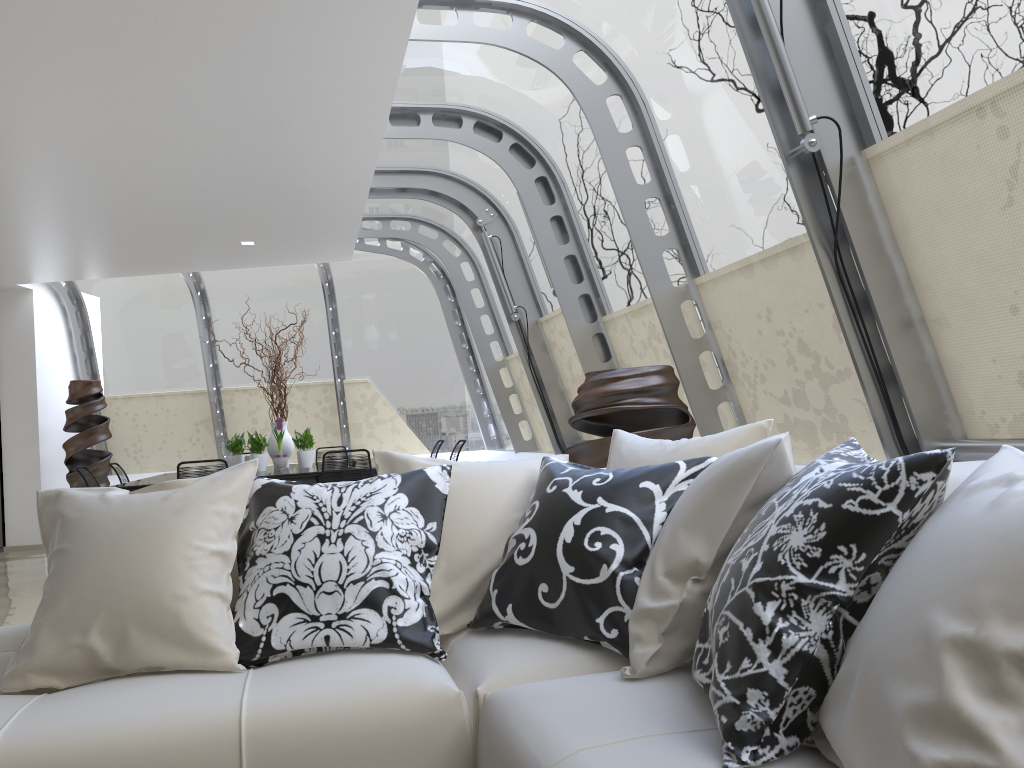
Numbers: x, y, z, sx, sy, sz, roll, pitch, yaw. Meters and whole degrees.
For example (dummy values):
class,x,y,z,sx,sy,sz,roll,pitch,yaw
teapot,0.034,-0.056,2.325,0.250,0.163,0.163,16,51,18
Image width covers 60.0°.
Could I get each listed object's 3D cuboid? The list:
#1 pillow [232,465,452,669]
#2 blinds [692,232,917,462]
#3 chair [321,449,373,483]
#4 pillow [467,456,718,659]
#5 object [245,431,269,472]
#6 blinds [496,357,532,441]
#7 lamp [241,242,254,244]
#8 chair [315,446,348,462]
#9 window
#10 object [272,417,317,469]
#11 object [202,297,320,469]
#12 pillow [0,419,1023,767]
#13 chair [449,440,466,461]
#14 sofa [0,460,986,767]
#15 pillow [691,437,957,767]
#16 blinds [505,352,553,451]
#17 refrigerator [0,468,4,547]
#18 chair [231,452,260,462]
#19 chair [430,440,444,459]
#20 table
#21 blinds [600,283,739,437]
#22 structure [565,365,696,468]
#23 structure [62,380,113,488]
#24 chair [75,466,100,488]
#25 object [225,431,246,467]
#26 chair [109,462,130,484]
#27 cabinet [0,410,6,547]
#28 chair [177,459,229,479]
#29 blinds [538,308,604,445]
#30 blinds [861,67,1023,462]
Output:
class,x,y,z,sx,sy,sz,roll,pitch,yaw
pillow,-0.461,0.464,2.289,0.604,0.471,0.394,-4,-3,2
blinds,1.331,-0.110,4.117,0.329,1.027,1.430,-3,-3,-13
chair,-1.263,0.758,6.754,0.446,0.519,0.688,-3,-3,-13
pillow,0.196,0.428,2.244,0.405,0.483,0.599,-1,-4,-45
object,-2.264,0.593,7.890,0.215,0.369,0.284,-5,-3,20
blinds,0.082,0.804,10.290,0.663,2.118,1.829,-3,-3,-13
lamp,-6.062,-1.374,2.568,9.775,0.004,9.928,-3,-3,-13
chair,-1.974,0.953,9.795,0.446,0.519,0.688,-3,-3,-13
window,-6.175,0.194,4.426,16.693,3.674,16.171,-4,-3,-7
object,-1.966,0.532,8.101,0.417,0.476,0.238,-5,-3,15
object,-2.342,0.021,8.233,1.031,1.549,1.135,-3,-3,-21
pillow,0.346,0.346,1.622,1.656,0.530,3.322,-1,-4,-43
chair,-0.752,0.779,7.910,0.688,0.519,0.446,-3,-3,-13
sofa,-0.152,0.638,1.135,3.257,0.866,4.169,-3,-3,-13
pillow,0.502,0.344,1.555,0.382,0.467,0.608,-4,-3,6
blinds,0.280,0.178,8.606,0.329,1.027,1.430,-3,-3,-13
refrigerator,-6.187,0.971,9.957,1.006,1.742,0.234,-4,-3,0
chair,-2.873,1.003,9.581,0.446,0.519,0.688,-3,-3,-13
chair,-1.042,0.859,9.150,0.688,0.519,0.446,-3,-3,-13
table,-2.082,1.159,8.177,2.494,0.759,3.031,-3,-3,-13
blinds,0.981,-0.014,5.613,0.329,1.027,1.430,-3,-3,-13
structure,0.568,0.556,4.052,0.672,1.258,0.674,-2,-3,-36
structure,-4.640,0.877,9.715,0.498,1.843,0.493,-4,-3,-2
chair,-3.196,0.916,7.329,0.688,0.519,0.446,-3,-3,-13
object,-2.564,0.631,8.263,0.215,0.369,0.284,-5,-3,25
chair,-3.486,0.996,8.570,0.688,0.519,0.446,-3,-3,-13
cabinet,-6.801,0.687,10.277,2.252,2.558,0.831,-4,-3,1
chair,-2.232,0.812,6.524,0.446,0.519,0.688,-3,-3,-13
blinds,0.597,-0.010,7.105,0.387,1.214,1.376,-3,-3,-13
blinds,1.644,-0.297,2.629,0.387,1.214,1.376,-3,-3,-13
